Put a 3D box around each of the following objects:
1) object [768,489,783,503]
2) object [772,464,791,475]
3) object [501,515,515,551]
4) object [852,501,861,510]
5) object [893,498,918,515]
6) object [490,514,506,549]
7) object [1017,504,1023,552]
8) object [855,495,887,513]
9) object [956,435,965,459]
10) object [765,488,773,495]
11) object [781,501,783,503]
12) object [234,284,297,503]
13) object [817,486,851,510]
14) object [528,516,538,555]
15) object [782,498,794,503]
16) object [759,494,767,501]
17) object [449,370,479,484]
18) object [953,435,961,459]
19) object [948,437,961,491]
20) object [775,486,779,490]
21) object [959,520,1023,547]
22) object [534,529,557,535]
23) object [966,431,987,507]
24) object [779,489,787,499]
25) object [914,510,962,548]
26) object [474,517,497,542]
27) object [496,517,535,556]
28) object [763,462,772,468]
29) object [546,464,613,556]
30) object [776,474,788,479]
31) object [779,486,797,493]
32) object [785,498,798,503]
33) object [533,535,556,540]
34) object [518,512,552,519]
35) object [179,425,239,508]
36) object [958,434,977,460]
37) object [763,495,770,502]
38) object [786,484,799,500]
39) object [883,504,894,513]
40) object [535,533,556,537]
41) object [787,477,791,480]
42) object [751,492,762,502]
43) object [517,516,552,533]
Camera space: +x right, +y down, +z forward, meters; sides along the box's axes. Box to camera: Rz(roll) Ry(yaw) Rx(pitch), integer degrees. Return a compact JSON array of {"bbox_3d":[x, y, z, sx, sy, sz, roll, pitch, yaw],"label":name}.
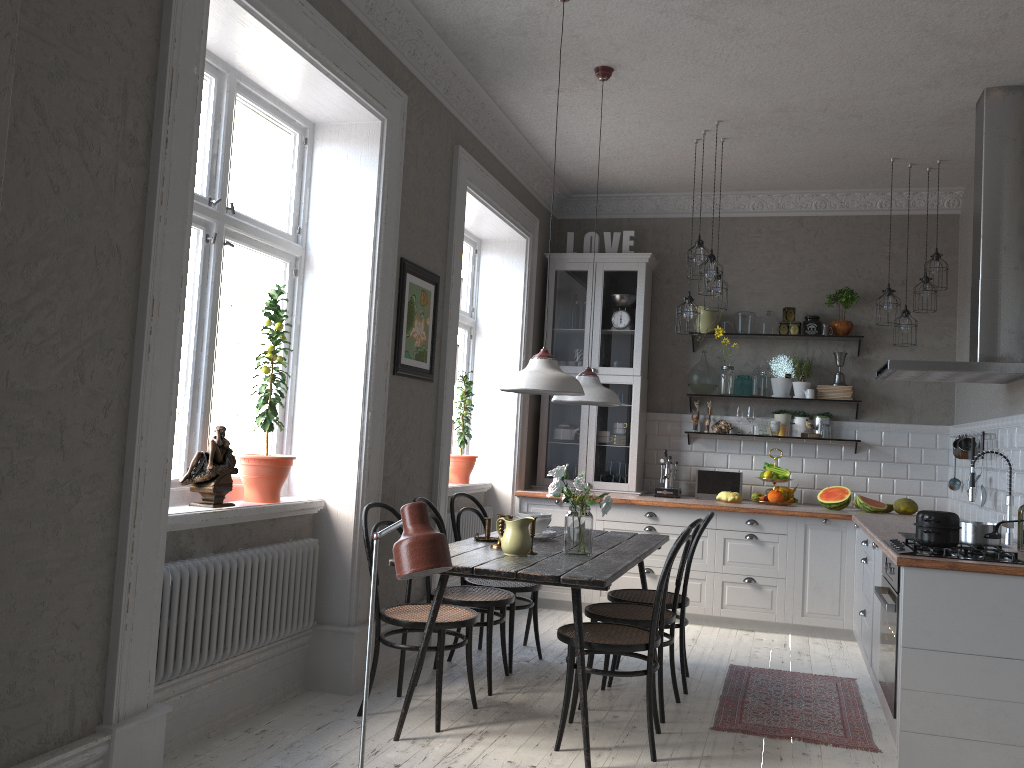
[{"bbox_3d":[1.953,0.829,6.565,0.114,0.111,0.110,4,-4,-16],"label":"object"},{"bbox_3d":[2.043,0.659,6.729,0.177,0.096,0.090,1,-4,36],"label":"object"},{"bbox_3d":[-0.014,0.684,4.097,0.061,0.172,0.063,0,-5,38],"label":"object"},{"bbox_3d":[2.623,0.906,6.561,0.196,0.067,0.104,2,-4,22],"label":"object"},{"bbox_3d":[2.824,0.878,6.355,0.207,0.119,0.130,5,-4,-21],"label":"object"},{"bbox_3d":[-0.051,0.687,4.183,0.096,0.172,0.096,3,-4,-2],"label":"object"},{"bbox_3d":[2.388,0.633,4.080,0.088,0.282,0.082,2,-4,17],"label":"object"},{"bbox_3d":[2.563,0.857,6.296,0.224,0.127,0.148,3,-4,-1],"label":"object"},{"bbox_3d":[2.940,0.408,5.738,0.107,0.161,0.138,2,-4,19],"label":"object"},{"bbox_3d":[1.990,0.832,6.761,0.077,0.076,0.157,0,-5,43],"label":"object"},{"bbox_3d":[1.991,0.876,6.627,0.070,0.065,0.070,1,-4,37],"label":"object"},{"bbox_3d":[-1.084,0.030,3.972,0.275,0.991,0.264,6,-4,-34],"label":"object"},{"bbox_3d":[2.333,0.828,6.414,0.231,0.174,0.222,0,-4,38],"label":"object"},{"bbox_3d":[0.092,0.688,4.031,0.058,0.167,0.060,1,-4,30],"label":"object"},{"bbox_3d":[2.057,0.872,6.604,0.069,0.051,0.088,5,-4,-26],"label":"object"},{"bbox_3d":[1.904,0.861,6.689,0.090,0.057,0.083,6,-5,-42],"label":"object"},{"bbox_3d":[-0.356,0.304,6.362,0.254,0.813,0.265,0,-5,44],"label":"object"},{"bbox_3d":[2.977,0.418,5.862,0.106,0.161,0.139,1,-4,28],"label":"object"},{"bbox_3d":[3.055,0.545,6.104,0.076,0.379,0.083,2,-4,16],"label":"object"},{"bbox_3d":[2.018,0.822,6.747,0.084,0.093,0.087,2,-4,12],"label":"object"},{"bbox_3d":[2.134,0.651,3.916,0.178,0.134,0.297,6,-5,-39],"label":"object"},{"bbox_3d":[0.114,0.778,4.622,0.232,0.027,0.242,0,-4,39],"label":"object"},{"bbox_3d":[2.753,0.503,5.260,0.080,0.443,0.333,2,-4,18],"label":"object"},{"bbox_3d":[2.015,0.825,6.627,0.087,0.078,0.089,0,-5,43],"label":"object"},{"bbox_3d":[1.809,0.616,3.767,0.191,0.147,0.192,3,-4,-4],"label":"object"},{"bbox_3d":[-0.121,0.730,4.450,0.140,0.112,0.139,3,-4,-1],"label":"object"},{"bbox_3d":[0.015,0.678,3.965,0.152,0.170,0.133,5,-4,-22],"label":"object"},{"bbox_3d":[1.935,0.619,6.694,0.073,0.058,0.050,4,-4,-7],"label":"object"},{"bbox_3d":[0.311,0.580,4.107,0.308,0.414,0.254,2,-4,14],"label":"object"},{"bbox_3d":[2.027,0.711,6.663,0.076,0.062,0.100,4,-4,-10],"label":"object"},{"bbox_3d":[2.081,0.804,6.687,0.126,0.056,0.060,3,-4,8],"label":"object"},{"bbox_3d":[2.077,0.871,6.726,0.055,0.044,0.212,6,-4,-35],"label":"object"},{"bbox_3d":[0.113,0.796,4.621,0.233,0.027,0.242,1,-4,34],"label":"object"},{"bbox_3d":[0.116,0.722,4.625,0.179,0.094,0.180,3,-4,7],"label":"object"},{"bbox_3d":[-1.218,0.330,3.574,0.118,0.329,0.240,2,-4,19],"label":"object"},{"bbox_3d":[2.893,0.398,5.618,0.106,0.161,0.139,1,-4,33],"label":"object"},{"bbox_3d":[1.922,0.871,6.699,0.070,0.076,0.229,3,-3,0],"label":"object"},{"bbox_3d":[2.105,0.811,6.672,0.060,0.120,0.128,0,-5,40],"label":"object"},{"bbox_3d":[2.708,0.900,6.437,0.203,0.073,0.118,4,-4,-21],"label":"object"},{"bbox_3d":[0.113,0.786,4.621,0.240,0.027,0.234,4,-4,-16],"label":"object"},{"bbox_3d":[2.075,0.712,6.682,0.051,0.050,0.050,2,-4,26],"label":"object"},{"bbox_3d":[1.877,0.859,6.734,0.155,0.072,0.075,7,-5,-44],"label":"object"},{"bbox_3d":[0.115,0.742,4.624,0.179,0.094,0.180,3,-4,7],"label":"object"}]
